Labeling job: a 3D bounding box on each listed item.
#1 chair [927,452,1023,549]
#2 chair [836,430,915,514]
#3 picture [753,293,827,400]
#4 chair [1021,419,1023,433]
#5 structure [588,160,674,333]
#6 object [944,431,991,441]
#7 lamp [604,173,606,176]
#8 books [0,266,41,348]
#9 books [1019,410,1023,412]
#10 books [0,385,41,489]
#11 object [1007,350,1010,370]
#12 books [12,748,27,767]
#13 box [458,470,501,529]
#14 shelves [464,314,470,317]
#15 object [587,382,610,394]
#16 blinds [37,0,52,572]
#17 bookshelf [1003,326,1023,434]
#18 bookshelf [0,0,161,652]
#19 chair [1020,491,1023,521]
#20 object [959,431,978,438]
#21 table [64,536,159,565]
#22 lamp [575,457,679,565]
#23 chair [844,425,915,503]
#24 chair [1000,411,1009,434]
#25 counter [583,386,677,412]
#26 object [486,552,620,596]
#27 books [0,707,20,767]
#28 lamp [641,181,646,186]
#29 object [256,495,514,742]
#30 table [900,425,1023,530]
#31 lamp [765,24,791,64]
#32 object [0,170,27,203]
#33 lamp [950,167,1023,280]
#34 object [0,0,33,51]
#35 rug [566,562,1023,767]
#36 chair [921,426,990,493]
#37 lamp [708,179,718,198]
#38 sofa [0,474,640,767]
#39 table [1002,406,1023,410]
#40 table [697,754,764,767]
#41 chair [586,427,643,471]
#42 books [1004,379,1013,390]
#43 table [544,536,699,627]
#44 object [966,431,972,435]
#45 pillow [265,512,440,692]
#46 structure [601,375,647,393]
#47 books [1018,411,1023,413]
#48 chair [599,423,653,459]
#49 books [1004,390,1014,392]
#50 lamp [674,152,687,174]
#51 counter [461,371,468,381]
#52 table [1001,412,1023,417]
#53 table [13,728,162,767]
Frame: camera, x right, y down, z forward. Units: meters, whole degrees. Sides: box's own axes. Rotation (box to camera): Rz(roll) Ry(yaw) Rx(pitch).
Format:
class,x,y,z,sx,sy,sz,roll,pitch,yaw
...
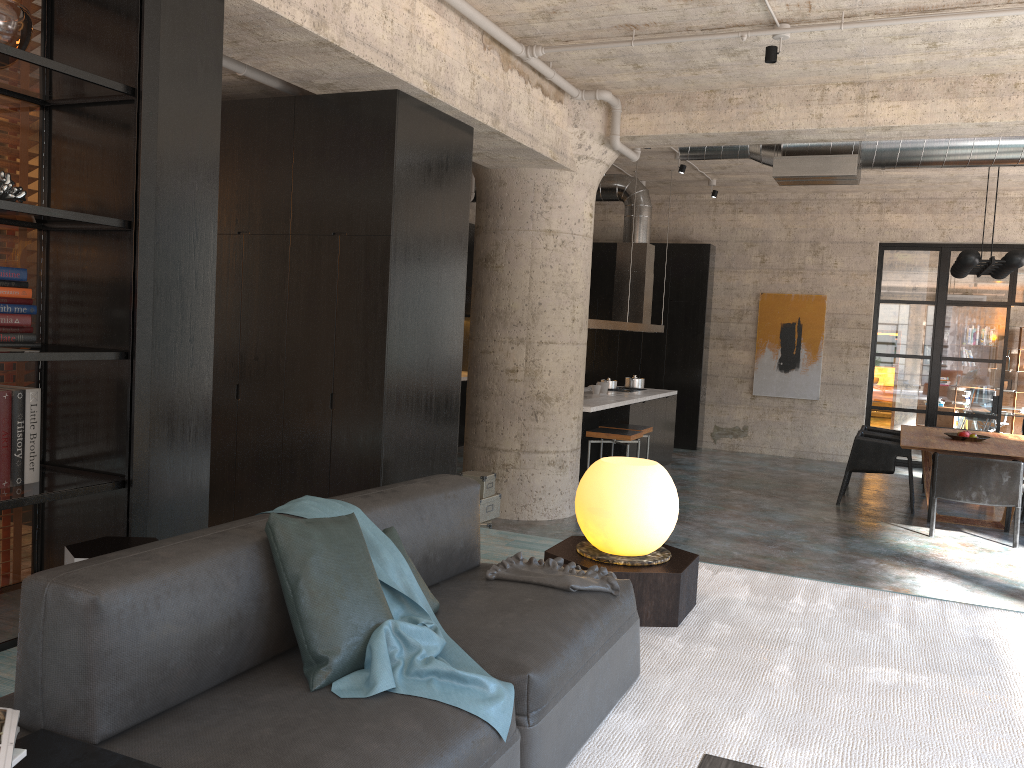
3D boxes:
class,x,y,z,sx,sy,sz,roll,pitch,yaw
chair,4.216,1.012,8.102,0.707,0.738,0.754,5,4,24
chair,3.889,0.908,9.414,0.754,0.738,0.707,5,4,24
picture,4.006,-0.548,12.812,0.928,1.494,0.029,5,4,24
chair,8.028,0.726,13.441,0.653,1.015,0.684,5,4,23
structure,1.166,-1.672,10.218,0.538,2.100,3.117,5,4,24
object,4.712,0.538,9.184,0.435,0.079,0.435,1,4,-30
lamp,1.079,-2.632,10.664,0.145,0.236,0.107,4,4,7
books,-2.028,-0.296,3.343,0.303,0.303,0.378,5,4,25
books,9.924,0.521,17.156,0.171,0.019,0.236,4,4,17
books,-1.969,0.193,3.370,0.277,0.362,0.191,4,4,19
object,9.584,-0.463,17.183,0.121,0.395,0.062,5,4,26
books,-0.818,0.528,1.104,0.252,0.011,0.318,3,4,0
box,-0.233,0.782,5.619,0.280,0.441,0.331,4,4,13
shelves,-1.688,-0.961,11.530,0.403,0.043,4.362,5,4,24
object,1.012,0.043,10.350,0.188,0.133,0.437,5,4,24
blinds,-2.640,-0.165,2.487,0.136,3.160,2.915,5,4,24
bookshelf,9.574,-0.026,17.246,3.034,2.179,0.366,5,4,24
bookshelf,-2.303,-0.329,2.337,0.628,2.571,2.900,5,4,24
chair,5.637,1.026,9.041,0.754,0.738,0.707,5,4,29
object,4.712,0.526,9.159,0.219,0.097,0.100,1,4,-23
table,-1.448,0.765,3.244,0.316,0.340,0.365,0,5,-36
lamp,0.513,0.552,3.977,0.462,0.417,0.462,0,5,-38
chair,4.193,0.880,10.081,0.754,0.738,0.707,5,4,24
chair,8.066,0.616,15.145,0.684,1.015,0.653,1,4,-32
counter,0.999,0.141,10.210,1.000,0.046,3.500,5,4,24
object,0.168,0.689,3.071,0.433,0.185,0.429,4,4,20
books,-0.805,0.491,1.156,0.273,0.109,0.322,1,4,-26
lamp,1.823,-2.709,12.376,0.145,0.236,0.107,4,4,7
object,-0.407,0.571,2.339,0.444,0.438,0.985,0,5,-40
table,4.721,0.955,9.230,1.299,0.756,2.410,5,4,24
lamp,1.675,-2.143,5.588,0.141,0.215,0.107,3,4,6
object,-1.963,-0.740,3.291,0.323,0.177,0.322,5,4,24
lamp,4.875,-1.785,9.039,0.583,1.327,1.813,5,4,24
object,-1.962,-1.262,3.177,0.430,0.217,0.434,5,4,27
rug,0.499,1.196,0.793,2.954,0.032,7.768,5,4,24
chair,5.269,0.910,10.504,0.707,0.738,0.754,5,4,24
lamp,2.717,-2.635,11.984,0.145,0.236,0.107,4,4,7
sofa,-0.390,0.703,2.424,1.019,0.680,2.063,5,4,24
table,8.693,0.766,15.611,1.800,0.721,0.800,5,4,24
table,0.521,1.025,1.092,0.900,0.309,1.500,5,4,24
chair,0.999,0.815,8.769,0.450,0.698,0.450,5,4,24
books,9.566,0.016,17.233,0.249,0.218,0.204,5,4,24
table,0.424,0.881,3.841,0.616,0.230,1.044,5,4,24
object,4.757,0.530,9.216,0.110,0.082,0.088,1,4,-26
pillow,-0.367,0.513,2.323,0.320,0.393,0.670,5,4,30
structure,1.371,-0.024,11.242,0.506,0.187,0.833,5,4,24
books,9.900,0.546,17.156,0.162,0.017,0.252,4,4,19
chair,1.174,0.790,9.285,0.450,0.698,0.450,5,4,24
books,9.559,0.121,17.240,0.335,0.033,0.284,5,4,24
lamp,1.953,-2.561,10.281,0.145,0.236,0.107,4,4,7
counter,-1.475,-0.026,11.475,1.000,0.142,4.360,5,4,24
table,8.123,0.854,13.804,1.800,0.721,0.800,5,4,24
table,-0.827,0.895,1.487,0.420,0.390,0.413,5,4,24
